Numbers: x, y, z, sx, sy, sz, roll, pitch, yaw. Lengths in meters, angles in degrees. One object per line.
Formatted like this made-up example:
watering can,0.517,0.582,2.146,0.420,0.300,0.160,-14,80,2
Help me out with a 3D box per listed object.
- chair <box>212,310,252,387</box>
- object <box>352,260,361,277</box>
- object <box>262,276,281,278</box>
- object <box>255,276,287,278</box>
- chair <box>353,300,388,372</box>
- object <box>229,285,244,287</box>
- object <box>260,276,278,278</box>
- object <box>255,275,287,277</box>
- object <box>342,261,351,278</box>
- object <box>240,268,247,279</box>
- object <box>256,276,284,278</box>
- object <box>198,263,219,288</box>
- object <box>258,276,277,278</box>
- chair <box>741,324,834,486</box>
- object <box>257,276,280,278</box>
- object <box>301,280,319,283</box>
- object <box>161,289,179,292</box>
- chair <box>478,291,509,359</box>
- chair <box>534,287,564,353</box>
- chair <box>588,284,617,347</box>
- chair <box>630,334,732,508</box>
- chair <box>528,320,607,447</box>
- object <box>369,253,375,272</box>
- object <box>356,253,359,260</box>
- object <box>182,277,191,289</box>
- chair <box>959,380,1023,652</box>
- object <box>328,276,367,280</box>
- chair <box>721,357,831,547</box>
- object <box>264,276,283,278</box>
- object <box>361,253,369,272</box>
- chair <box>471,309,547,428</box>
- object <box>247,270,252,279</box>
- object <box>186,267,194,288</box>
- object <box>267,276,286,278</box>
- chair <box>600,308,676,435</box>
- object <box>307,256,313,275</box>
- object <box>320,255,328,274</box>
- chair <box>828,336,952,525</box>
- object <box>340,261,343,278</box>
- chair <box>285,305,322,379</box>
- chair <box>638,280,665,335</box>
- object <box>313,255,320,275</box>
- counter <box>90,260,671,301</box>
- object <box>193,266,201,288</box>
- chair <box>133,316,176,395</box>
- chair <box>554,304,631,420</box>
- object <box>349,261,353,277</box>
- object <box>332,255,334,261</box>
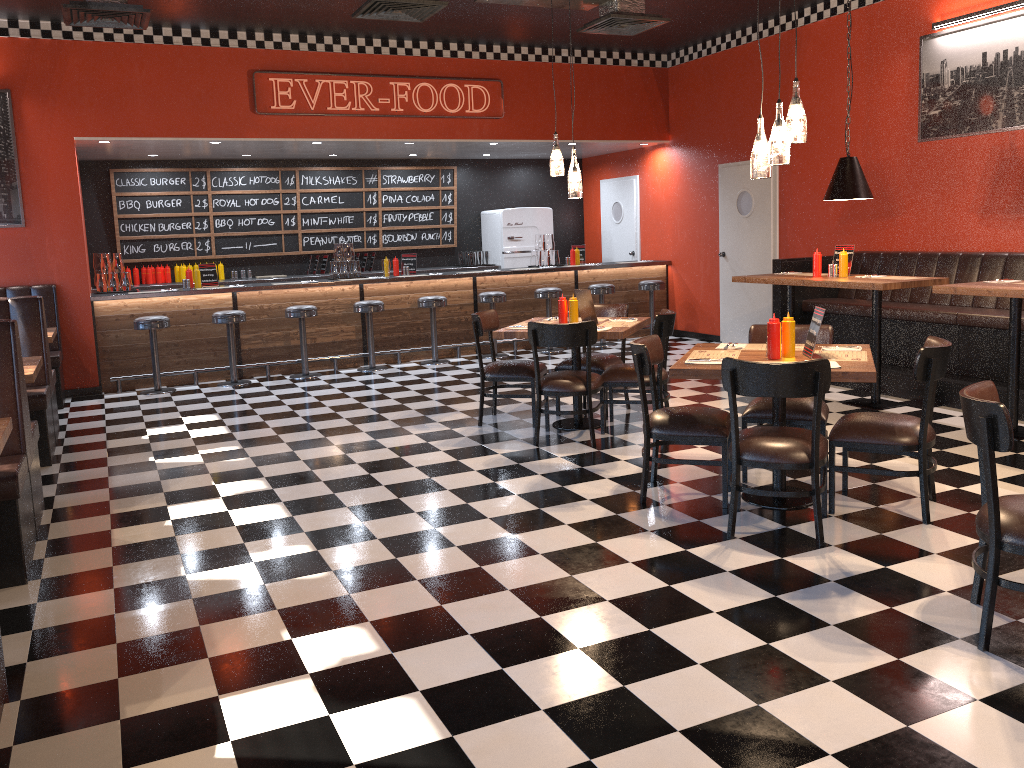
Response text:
chair,-2.947,-0.384,9.311,0.348,0.770,0.350,1,9,25
object,-1.839,-1.359,10.491,0.105,0.208,0.106,1,8,20
object,-3.205,-1.428,11.782,0.366,0.001,0.262,-6,11,-22
object,-3.205,-1.423,11.783,0.366,0.001,0.262,-7,11,-24
chair,-1.585,-0.547,9.934,0.348,0.770,0.350,0,8,15
object,-3.016,-1.077,9.710,0.157,0.019,0.256,-6,10,-19
object,-3.206,-1.430,11.782,0.366,0.001,0.262,-7,11,-27
object,-3.206,-1.437,11.781,0.366,0.001,0.262,-7,11,-23
object,-1.953,-1.346,10.447,0.105,0.208,0.106,1,8,20
object,-3.546,-1.457,11.682,0.047,0.135,0.094,0,9,20
object,-3.205,-1.426,11.782,0.366,0.001,0.262,-7,11,-25
object,-3.375,-1.209,9.856,0.189,0.255,0.072,-8,9,-34
object,-3.206,-1.431,11.782,0.366,0.001,0.262,-7,11,-25
chair,1.615,0.102,5.186,0.486,0.862,0.548,1,9,23
object,-3.205,-1.429,11.782,0.366,0.001,0.262,-6,11,-21
object,-2.301,-1.168,10.063,0.158,0.019,0.256,-8,11,-28
object,-3.638,-1.000,9.409,0.158,0.019,0.256,-8,11,-28
chair,-0.224,-0.711,10.557,0.348,0.770,0.350,1,8,20
chair,0.457,-0.793,10.869,0.349,0.770,0.350,-6,9,-24
chair,1.138,-0.875,11.180,0.349,0.770,0.350,-5,8,-19
chair,0.932,0.183,4.880,0.544,0.862,0.489,0,8,17
chair,0.393,-0.032,6.239,0.486,0.862,0.548,0,8,15
object,-1.950,-1.701,12.355,0.072,0.255,0.189,-5,9,-19
object,-2.153,-1.677,12.262,0.072,0.255,0.189,-5,9,-19
object,-3.530,-1.095,9.598,0.093,0.135,0.047,-1,8,10
chair,1.855,0.456,3.092,0.545,0.862,0.489,1,9,24
object,-1.960,-1.261,10.520,0.437,0.018,0.274,-7,11,-24
chair,1.274,0.277,4.256,0.486,0.862,0.548,1,9,20
object,-3.205,-1.427,11.782,0.366,0.001,0.262,-6,11,-22
object,-2.051,-1.689,12.309,0.074,0.256,0.190,-5,9,-22
chair,-0.030,-0.137,6.943,0.544,0.862,0.489,0,8,15
object,-3.460,-1.460,11.677,0.047,0.135,0.094,-7,9,-29
object,-3.537,-1.168,9.717,0.068,0.236,0.068,-6,8,-23
object,-3.205,-1.425,11.783,0.366,0.001,0.262,-6,11,-22
chair,0.936,-0.100,6.503,0.544,0.862,0.489,0,8,15
object,-2.746,-1.606,11.995,0.070,0.256,0.190,-5,9,-17
object,-2.559,-1.628,12.076,0.072,0.255,0.189,-7,9,-29
chair,1.926,0.207,4.508,0.545,0.862,0.489,2,9,29
object,-2.006,-1.361,10.542,0.105,0.208,0.106,1,8,20
chair,-2.266,-0.466,9.622,0.348,0.770,0.350,1,9,25
chair,1.819,-0.956,11.492,0.348,0.770,0.350,1,8,20
object,-2.660,-1.616,12.028,0.073,0.258,0.193,-5,9,-22
counter,-1.202,-1.286,10.684,7.052,0.050,0.678,-7,11,-24
object,-3.440,-1.166,9.683,0.068,0.236,0.068,-6,8,-23
chair,-3.628,-0.302,8.999,0.348,0.770,0.350,1,8,20
chair,0.665,-0.201,7.150,0.487,0.862,0.547,3,10,32
object,-1.899,-1.374,10.592,0.105,0.208,0.106,1,8,20
object,-2.458,-1.640,12.123,0.072,0.255,0.189,-5,9,-19
